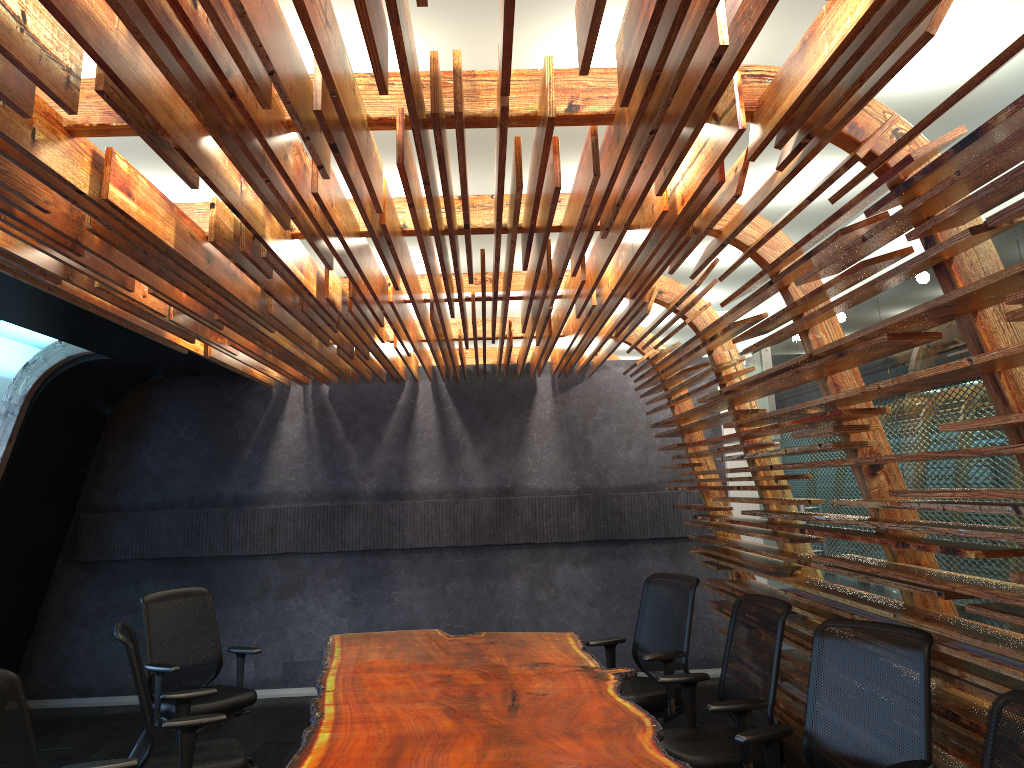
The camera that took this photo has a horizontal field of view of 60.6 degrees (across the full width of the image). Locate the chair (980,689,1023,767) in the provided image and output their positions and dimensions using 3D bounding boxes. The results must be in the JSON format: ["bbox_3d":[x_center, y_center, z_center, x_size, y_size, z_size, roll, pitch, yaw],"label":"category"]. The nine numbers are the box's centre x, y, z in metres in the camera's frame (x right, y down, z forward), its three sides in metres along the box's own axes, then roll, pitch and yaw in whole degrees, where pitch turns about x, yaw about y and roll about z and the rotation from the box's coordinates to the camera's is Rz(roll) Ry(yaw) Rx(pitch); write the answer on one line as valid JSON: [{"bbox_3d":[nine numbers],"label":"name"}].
[{"bbox_3d":[1.090,1.475,2.167,0.796,1.271,0.792,-3,-12,3],"label":"chair"}]

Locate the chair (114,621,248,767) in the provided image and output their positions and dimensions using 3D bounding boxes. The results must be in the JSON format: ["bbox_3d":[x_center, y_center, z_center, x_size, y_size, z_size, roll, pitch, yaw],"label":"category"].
[{"bbox_3d":[-1.652,1.856,4.498,0.794,1.271,0.794,3,-13,-22],"label":"chair"}]

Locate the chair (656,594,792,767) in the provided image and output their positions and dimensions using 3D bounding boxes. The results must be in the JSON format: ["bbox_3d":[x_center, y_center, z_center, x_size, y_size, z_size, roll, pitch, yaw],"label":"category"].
[{"bbox_3d":[1.005,1.744,4.412,0.796,1.271,0.792,0,-13,-11],"label":"chair"}]

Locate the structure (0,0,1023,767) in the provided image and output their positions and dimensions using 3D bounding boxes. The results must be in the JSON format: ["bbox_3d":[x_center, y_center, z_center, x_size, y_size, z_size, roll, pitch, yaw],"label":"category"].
[{"bbox_3d":[-0.103,0.581,3.192,4.528,3.065,11.199,-2,-7,-2],"label":"structure"}]

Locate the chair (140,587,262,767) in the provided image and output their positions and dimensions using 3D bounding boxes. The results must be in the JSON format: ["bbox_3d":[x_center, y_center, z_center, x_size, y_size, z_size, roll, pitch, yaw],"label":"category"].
[{"bbox_3d":[-2.062,2.033,5.859,0.787,1.271,0.801,-10,-15,32],"label":"chair"}]

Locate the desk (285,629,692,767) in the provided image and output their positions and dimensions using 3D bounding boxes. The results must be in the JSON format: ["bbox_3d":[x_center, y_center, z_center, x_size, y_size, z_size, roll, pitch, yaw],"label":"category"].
[{"bbox_3d":[-0.254,1.874,3.346,2.036,0.837,6.502,-2,-7,-2],"label":"desk"}]

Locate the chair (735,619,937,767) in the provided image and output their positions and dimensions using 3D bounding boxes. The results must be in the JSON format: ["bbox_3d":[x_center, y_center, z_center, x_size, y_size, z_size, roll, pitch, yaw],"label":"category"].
[{"bbox_3d":[1.240,1.610,3.358,0.791,1.271,0.797,5,-14,-31],"label":"chair"}]

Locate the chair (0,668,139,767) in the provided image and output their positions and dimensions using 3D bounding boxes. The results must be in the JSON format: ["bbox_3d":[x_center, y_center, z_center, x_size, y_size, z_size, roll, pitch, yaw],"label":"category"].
[{"bbox_3d":[-1.575,1.700,3.210,0.795,1.271,0.793,2,-13,-17],"label":"chair"}]

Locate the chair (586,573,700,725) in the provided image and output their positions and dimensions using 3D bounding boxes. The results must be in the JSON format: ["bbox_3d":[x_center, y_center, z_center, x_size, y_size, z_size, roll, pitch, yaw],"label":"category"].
[{"bbox_3d":[0.796,1.897,5.637,0.793,1.271,0.795,4,-14,-26],"label":"chair"}]
